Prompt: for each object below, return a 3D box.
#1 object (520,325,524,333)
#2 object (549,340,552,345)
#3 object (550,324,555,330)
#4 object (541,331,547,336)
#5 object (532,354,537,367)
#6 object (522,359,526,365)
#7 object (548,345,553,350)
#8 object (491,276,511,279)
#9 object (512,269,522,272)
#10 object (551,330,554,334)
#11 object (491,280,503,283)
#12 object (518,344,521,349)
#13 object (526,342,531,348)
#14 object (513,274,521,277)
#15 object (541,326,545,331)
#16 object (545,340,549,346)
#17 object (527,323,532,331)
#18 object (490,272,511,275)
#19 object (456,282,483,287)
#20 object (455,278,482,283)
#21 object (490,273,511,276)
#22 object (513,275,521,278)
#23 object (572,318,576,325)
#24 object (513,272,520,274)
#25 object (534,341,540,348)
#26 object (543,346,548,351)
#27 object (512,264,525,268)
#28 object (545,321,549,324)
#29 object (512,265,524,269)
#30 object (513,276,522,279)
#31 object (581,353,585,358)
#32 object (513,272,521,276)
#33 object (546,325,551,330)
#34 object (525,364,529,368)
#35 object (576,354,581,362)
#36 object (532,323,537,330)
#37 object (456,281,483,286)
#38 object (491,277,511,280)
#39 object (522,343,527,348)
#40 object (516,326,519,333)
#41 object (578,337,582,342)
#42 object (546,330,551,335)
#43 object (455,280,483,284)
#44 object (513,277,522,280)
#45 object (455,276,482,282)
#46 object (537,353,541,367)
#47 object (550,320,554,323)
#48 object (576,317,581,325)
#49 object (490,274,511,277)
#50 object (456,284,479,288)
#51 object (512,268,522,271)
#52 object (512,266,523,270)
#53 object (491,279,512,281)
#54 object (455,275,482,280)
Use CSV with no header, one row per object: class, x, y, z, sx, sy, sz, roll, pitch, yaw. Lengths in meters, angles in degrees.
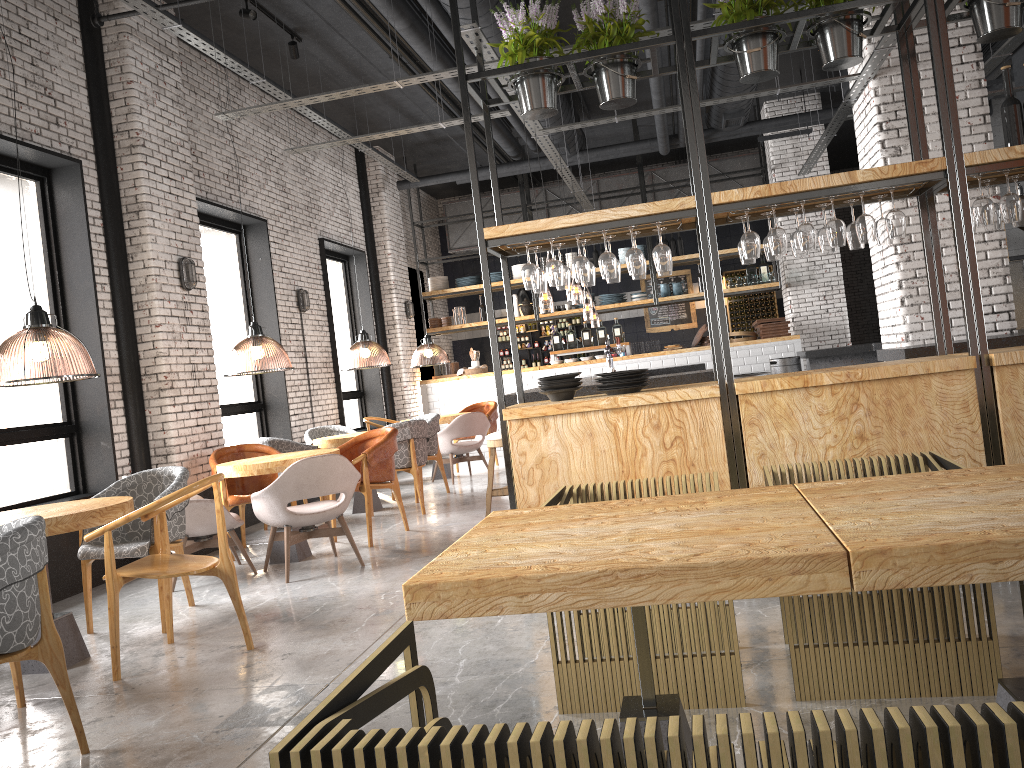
object,0.199,-1.086,17.522,0.079,0.156,0.079,-7,0,-4
object,0.781,-0.820,17.439,0.090,0.101,0.111,-7,0,-22
object,0.803,-1.122,17.417,0.092,0.108,0.105,-7,0,23
object,0.627,-0.999,17.454,0.089,0.108,0.106,-7,0,-28
object,0.433,-0.453,17.502,0.079,0.281,0.079,-7,-1,20
object,0.236,-0.433,17.527,0.076,0.111,0.076,-7,0,6
object,0.752,-0.715,17.446,0.090,0.101,0.111,-7,0,-22
object,-0.233,-1.731,14.575,0.454,0.038,0.454,-7,1,12
object,0.168,-1.844,14.494,0.334,0.043,0.334,-7,1,-5
object,0.816,-1.021,17.417,0.092,0.108,0.105,-7,0,23
object,-0.225,-1.660,14.574,0.454,0.033,0.454,-7,1,19
object,0.139,-0.751,17.552,0.092,0.112,0.100,-7,0,-3
object,0.332,-0.772,17.515,0.092,0.108,0.105,-7,0,23
object,0.177,-1.771,14.493,0.335,0.040,0.334,-7,1,-25
object,0.611,-1.101,17.454,0.092,0.112,0.100,-7,0,-3
object,0.685,-0.809,17.458,0.090,0.101,0.111,-7,0,-22
object,0.341,-1.189,17.513,0.079,0.281,0.079,-7,-1,15
object,-0.242,-1.801,14.576,0.453,0.039,0.454,-7,1,31
object,-0.704,-1.628,14.670,0.453,0.043,0.454,-7,1,14
object,-0.712,-1.698,14.670,0.454,0.043,0.454,-7,1,17
object,-0.239,-1.779,14.574,0.454,0.050,0.453,-7,1,-13
object,0.180,-1.751,14.493,0.335,0.037,0.334,-7,1,-22
object,1.202,-1.291,17.341,0.079,0.281,0.079,-7,-1,-15
object,0.173,-1.809,14.493,0.335,0.040,0.334,-7,1,-34
object,0.488,-0.784,17.492,0.100,0.139,0.088,-7,0,12
object,0.640,-0.706,17.458,0.119,0.111,0.085,-7,0,-20
object,0.159,-1.921,14.495,0.335,0.039,0.334,-7,1,-15
object,0.678,-1.265,17.425,0.079,0.156,0.079,-6,-1,-44
object,0.161,-1.902,14.495,0.335,0.039,0.334,-7,1,-14
object,0.182,-1.733,14.494,0.335,0.046,0.334,-7,1,-8
object,1.384,-0.566,17.314,0.079,0.281,0.079,-7,-1,15
object,0.175,-1.790,14.494,0.335,0.039,0.334,-7,1,-22
object,0.714,-1.111,17.435,0.089,0.108,0.106,-7,0,-28
object,0.290,-0.328,17.516,0.076,0.111,0.076,-7,0,16
object,1.295,-0.556,17.329,0.079,0.281,0.079,-7,-1,30
object,0.432,-1.199,17.494,0.079,0.281,0.079,-7,-1,-10
object,-0.707,-1.651,14.670,0.454,0.044,0.454,-7,1,7
object,-0.232,-1.708,14.575,0.454,0.042,0.453,-7,1,-28
object,0.243,-0.761,17.532,0.089,0.108,0.106,-7,0,-28
object,0.094,-1.074,17.543,0.079,0.156,0.079,-7,-1,41
object,1.347,-0.870,17.312,0.089,0.108,0.106,-7,0,-28
object,0.722,-1.012,17.434,0.092,0.112,0.100,-7,0,-3
object,-0.709,-1.675,14.670,0.454,0.038,0.454,-7,1,-12
object,0.185,-1.712,14.493,0.335,0.033,0.334,-7,1,-41
object,-0.716,-1.722,14.671,0.453,0.047,0.454,-7,1,8
object,0.525,-0.464,17.484,0.079,0.281,0.079,-7,-1,-20
object,0.771,-1.276,17.407,0.079,0.156,0.079,-7,0,-4
object,1.294,-1.302,17.322,0.079,0.281,0.079,-7,-1,5
object,-0.236,-1.754,14.576,0.454,0.037,0.453,-7,1,-34
object,-0.701,-1.604,14.669,0.454,0.033,0.454,-7,1,19
object,0.166,-1.864,14.495,0.335,0.041,0.334,-7,1,-19
object,0.164,-1.883,14.495,0.335,0.044,0.334,-7,1,-18
object,-0.227,-1.685,14.575,0.454,0.045,0.454,-7,1,-14
object,-0.718,-1.746,14.670,0.453,0.050,0.454,-7,1,24
